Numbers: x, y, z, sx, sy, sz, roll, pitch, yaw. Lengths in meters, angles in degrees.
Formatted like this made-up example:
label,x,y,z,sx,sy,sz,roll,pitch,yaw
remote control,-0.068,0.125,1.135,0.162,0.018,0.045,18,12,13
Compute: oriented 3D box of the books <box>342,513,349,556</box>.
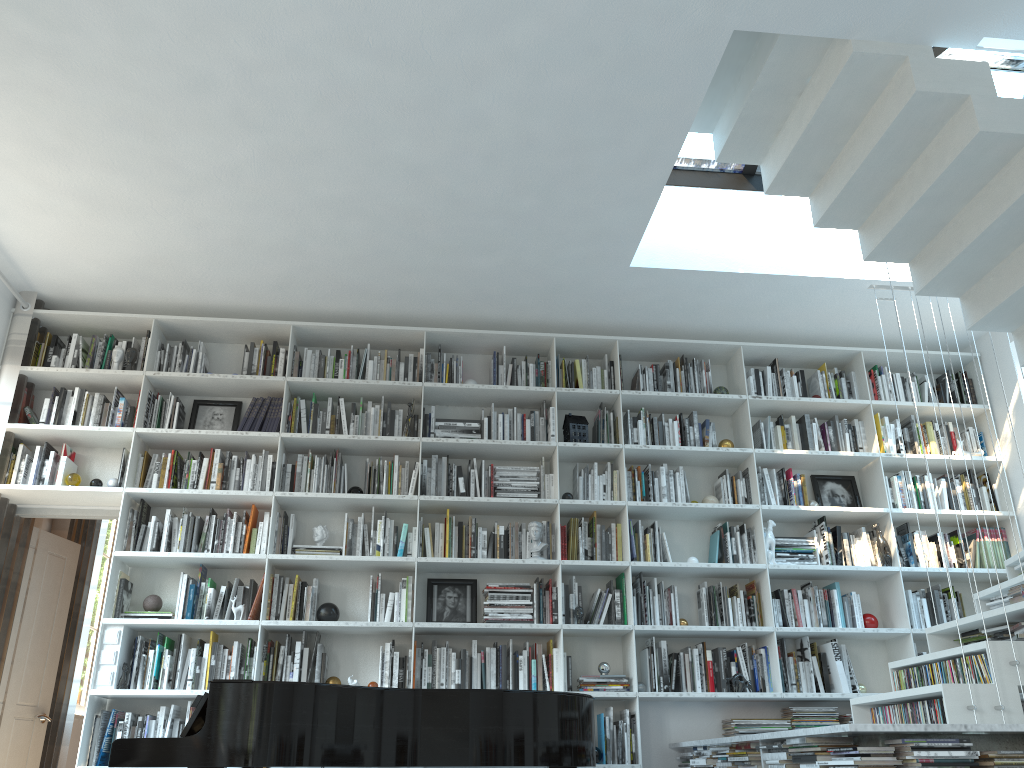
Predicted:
label,x,y,z,sx,sy,sz,roll,pitch,yaw
books,-0.996,0.932,5.307,0.012,0.284,0.160,2,-23,-6

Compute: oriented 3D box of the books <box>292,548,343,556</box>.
label,x,y,z,sx,sy,sz,roll,pitch,yaw
books,-1.152,0.999,5.272,0.285,0.012,0.160,1,-24,-4

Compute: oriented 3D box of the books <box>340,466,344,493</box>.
label,x,y,z,sx,sy,sz,roll,pitch,yaw
books,-1.041,0.631,5.451,0.012,0.217,0.151,2,-23,-6

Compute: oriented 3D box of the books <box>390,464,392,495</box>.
label,x,y,z,sx,sy,sz,roll,pitch,yaw
books,-0.746,0.616,5.480,0.004,0.264,0.142,2,-23,-6

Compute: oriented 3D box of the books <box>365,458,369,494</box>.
label,x,y,z,sx,sy,sz,roll,pitch,yaw
books,-0.897,0.611,5.481,0.012,0.274,0.129,2,-23,-6

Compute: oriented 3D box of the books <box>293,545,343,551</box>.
label,x,y,z,sx,sy,sz,roll,pitch,yaw
books,-1.151,0.986,5.272,0.285,0.012,0.160,4,-24,-9

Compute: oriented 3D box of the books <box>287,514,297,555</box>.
label,x,y,z,sx,sy,sz,roll,pitch,yaw
books,-1.312,0.927,5.284,0.021,0.276,0.137,2,-23,-6

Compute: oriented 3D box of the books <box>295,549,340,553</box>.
label,x,y,z,sx,sy,sz,roll,pitch,yaw
books,-1.152,1.009,5.265,0.254,0.012,0.161,4,-24,-9

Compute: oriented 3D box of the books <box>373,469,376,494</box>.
label,x,y,z,sx,sy,sz,roll,pitch,yaw
books,-0.847,0.642,5.459,0.011,0.199,0.163,2,-23,-6

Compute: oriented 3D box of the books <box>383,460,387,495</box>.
label,x,y,z,sx,sy,sz,roll,pitch,yaw
books,-0.779,0.615,5.451,0.013,0.242,0.189,2,-23,-6

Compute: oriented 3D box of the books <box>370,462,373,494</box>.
label,x,y,z,sx,sy,sz,roll,pitch,yaw
books,-0.862,0.616,5.444,0.005,0.235,0.179,2,-23,-6

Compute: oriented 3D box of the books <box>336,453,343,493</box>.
label,x,y,z,sx,sy,sz,roll,pitch,yaw
books,-1.058,0.588,5.437,0.011,0.285,0.189,2,-23,-6

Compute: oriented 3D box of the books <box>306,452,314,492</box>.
label,x,y,z,sx,sy,sz,roll,pitch,yaw
books,-1.234,0.582,5.419,0.010,0.282,0.184,2,-23,-6

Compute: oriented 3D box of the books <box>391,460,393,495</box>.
label,x,y,z,sx,sy,sz,roll,pitch,yaw
books,-0.740,0.619,5.473,0.006,0.252,0.181,2,-23,-6

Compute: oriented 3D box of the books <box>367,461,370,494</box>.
label,x,y,z,sx,sy,sz,roll,pitch,yaw
books,-0.881,0.617,5.451,0.005,0.239,0.174,2,-23,-6

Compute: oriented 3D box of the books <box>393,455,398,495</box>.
label,x,y,z,sx,sy,sz,roll,pitch,yaw
books,-0.719,0.606,5.480,0.022,0.283,0.190,2,-23,-6

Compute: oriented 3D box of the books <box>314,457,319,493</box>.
label,x,y,z,sx,sy,sz,roll,pitch,yaw
books,-1.186,0.597,5.412,0.012,0.250,0.184,2,-23,-6

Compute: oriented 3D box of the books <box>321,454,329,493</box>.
label,x,y,z,sx,sy,sz,roll,pitch,yaw
books,-1.147,0.591,5.434,0.011,0.278,0.170,2,-23,-6

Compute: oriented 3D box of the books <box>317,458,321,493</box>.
label,x,y,z,sx,sy,sz,roll,pitch,yaw
books,-1.178,0.602,5.437,0.010,0.260,0.170,2,-23,-6

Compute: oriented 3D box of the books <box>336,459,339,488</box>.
label,x,y,z,sx,sy,sz,roll,pitch,yaw
books,-1.067,0.596,5.453,0.004,0.283,0.167,2,-23,-6

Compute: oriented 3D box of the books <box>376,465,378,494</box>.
label,x,y,z,sx,sy,sz,roll,pitch,yaw
books,-0.827,0.626,5.442,0.006,0.215,0.182,2,-23,-6

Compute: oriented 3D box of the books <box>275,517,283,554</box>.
label,x,y,z,sx,sy,sz,roll,pitch,yaw
books,-1.378,0.933,5.272,0.024,0.256,0.134,2,-23,-6

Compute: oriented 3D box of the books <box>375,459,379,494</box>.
label,x,y,z,sx,sy,sz,roll,pitch,yaw
books,-0.838,0.616,5.481,0.009,0.265,0.150,2,-23,-6

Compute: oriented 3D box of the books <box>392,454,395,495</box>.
label,x,y,z,sx,sy,sz,roll,pitch,yaw
books,-0.735,0.597,5.485,0.006,0.302,0.166,2,-23,-6

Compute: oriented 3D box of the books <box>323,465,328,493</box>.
label,x,y,z,sx,sy,sz,roll,pitch,yaw
books,-1.135,0.621,5.415,0.011,0.208,0.182,2,-23,-6

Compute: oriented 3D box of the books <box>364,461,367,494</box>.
label,x,y,z,sx,sy,sz,roll,pitch,yaw
books,-0.905,0.618,5.469,0.005,0.253,0.161,2,-23,-6

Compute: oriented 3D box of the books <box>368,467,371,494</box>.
label,x,y,z,sx,sy,sz,roll,pitch,yaw
books,-0.874,0.635,5.463,0.013,0.215,0.150,2,-23,-6

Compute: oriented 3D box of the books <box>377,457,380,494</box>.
label,x,y,z,sx,sy,sz,roll,pitch,yaw
books,-0.823,0.608,5.474,0.005,0.274,0.157,2,-23,-6

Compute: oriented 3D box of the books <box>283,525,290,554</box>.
label,x,y,z,sx,sy,sz,roll,pitch,yaw
books,-1.339,0.959,5.273,0.034,0.209,0.137,2,-23,-6

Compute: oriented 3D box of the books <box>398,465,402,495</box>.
label,x,y,z,sx,sy,sz,roll,pitch,yaw
books,-0.693,0.637,5.482,0.011,0.228,0.166,2,-23,-6

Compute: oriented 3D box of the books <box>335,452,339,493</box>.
label,x,y,z,sx,sy,sz,roll,pitch,yaw
books,-1.072,0.587,5.459,0.005,0.304,0.163,2,-23,-6

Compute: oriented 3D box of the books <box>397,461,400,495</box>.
label,x,y,z,sx,sy,sz,roll,pitch,yaw
books,-0.703,0.622,5.482,0.010,0.256,0.140,2,-23,-6

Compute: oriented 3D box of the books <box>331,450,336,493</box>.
label,x,y,z,sx,sy,sz,roll,pitch,yaw
books,-1.096,0.579,5.458,0.004,0.319,0.153,2,-23,-6

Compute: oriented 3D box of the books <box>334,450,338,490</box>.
label,x,y,z,sx,sy,sz,roll,pitch,yaw
books,-1.083,0.583,5.464,0.005,0.315,0.158,2,-23,-6

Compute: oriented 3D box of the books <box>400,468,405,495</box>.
label,x,y,z,sx,sy,sz,roll,pitch,yaw
books,-0.676,0.644,5.481,0.024,0.215,0.142,2,-23,-6

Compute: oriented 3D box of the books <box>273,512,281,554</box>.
label,x,y,z,sx,sy,sz,roll,pitch,yaw
books,-1.397,0.922,5.281,0.012,0.284,0.160,2,-23,-6

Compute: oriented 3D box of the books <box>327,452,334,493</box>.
label,x,y,z,sx,sy,sz,roll,pitch,yaw
books,-1.114,0.586,5.438,0.011,0.290,0.177,2,-23,-6

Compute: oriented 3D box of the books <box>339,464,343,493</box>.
label,x,y,z,sx,sy,sz,roll,pitch,yaw
books,-1.052,0.625,5.459,0.009,0.235,0.135,2,-23,-6

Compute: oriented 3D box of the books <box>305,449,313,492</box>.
label,x,y,z,sx,sy,sz,roll,pitch,yaw
books,-1.247,0.575,5.444,0.011,0.315,0.155,2,-23,-6

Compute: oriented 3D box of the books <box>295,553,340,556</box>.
label,x,y,z,sx,sy,sz,roll,pitch,yaw
books,-1.151,1.031,5.254,0.254,0.012,0.161,4,-24,-9

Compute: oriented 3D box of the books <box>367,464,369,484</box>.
label,x,y,z,sx,sy,sz,roll,pitch,yaw
books,-0.888,0.627,5.472,0.005,0.238,0.146,2,-23,-6

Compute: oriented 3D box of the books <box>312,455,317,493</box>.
label,x,y,z,sx,sy,sz,roll,pitch,yaw
books,-1.197,0.590,5.412,0.009,0.262,0.190,2,-23,-6

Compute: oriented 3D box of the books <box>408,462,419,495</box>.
label,x,y,z,sx,sy,sz,roll,pitch,yaw
books,-0.607,0.624,5.463,0.064,0.236,0.209,2,-23,-6

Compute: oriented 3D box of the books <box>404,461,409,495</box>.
label,x,y,z,sx,sy,sz,roll,pitch,yaw
books,-0.652,0.622,5.483,0.022,0.256,0.155,2,-23,-6

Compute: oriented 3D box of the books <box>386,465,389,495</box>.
label,x,y,z,sx,sy,sz,roll,pitch,yaw
books,-0.772,0.633,5.484,0.011,0.235,0.131,2,-23,-6

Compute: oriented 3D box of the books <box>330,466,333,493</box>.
label,x,y,z,sx,sy,sz,roll,pitch,yaw
books,-1.105,0.631,5.448,0.012,0.216,0.134,2,-23,-6

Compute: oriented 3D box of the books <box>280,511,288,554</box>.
label,x,y,z,sx,sy,sz,roll,pitch,yaw
books,-1.363,0.922,5.298,0.011,0.296,0.136,2,-23,-6

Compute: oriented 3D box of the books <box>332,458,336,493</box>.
label,x,y,z,sx,sy,sz,roll,pitch,yaw
books,-1.089,0.603,5.440,0.010,0.260,0.159,2,-23,-6

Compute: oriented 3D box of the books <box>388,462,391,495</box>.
label,x,y,z,sx,sy,sz,roll,pitch,yaw
books,-0.757,0.621,5.477,0.017,0.252,0.140,2,-23,-6

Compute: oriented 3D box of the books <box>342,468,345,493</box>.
label,x,y,z,sx,sy,sz,roll,pitch,yaw
books,-1.033,0.634,5.448,0.004,0.208,0.132,2,-23,-6

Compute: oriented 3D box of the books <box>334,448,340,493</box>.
label,x,y,z,sx,sy,sz,roll,pitch,yaw
books,-1.077,0.576,5.464,0.005,0.329,0.162,2,-23,-6

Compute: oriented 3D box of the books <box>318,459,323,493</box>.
label,x,y,z,sx,sy,sz,roll,pitch,yaw
books,-1.168,0.605,5.437,0.011,0.254,0.153,2,-23,-6

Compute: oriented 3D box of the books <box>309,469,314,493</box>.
label,x,y,z,sx,sy,sz,roll,pitch,yaw
books,-1.217,0.634,5.418,0.029,0.186,0.150,2,-23,-6

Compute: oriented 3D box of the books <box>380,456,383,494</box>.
label,x,y,z,sx,sy,sz,roll,pitch,yaw
books,-0.806,0.608,5.488,0.033,0.286,0.156,2,-23,-6

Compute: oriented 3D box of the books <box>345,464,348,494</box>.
label,x,y,z,sx,sy,sz,roll,pitch,yaw
books,-1.016,0.622,5.447,0.031,0.231,0.148,2,-23,-6

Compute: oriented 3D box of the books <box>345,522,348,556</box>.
label,x,y,z,sx,sy,sz,roll,pitch,yaw
books,-0.986,0.962,5.310,0.010,0.231,0.155,2,-23,-6

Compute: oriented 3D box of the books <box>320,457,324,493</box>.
label,x,y,z,sx,sy,sz,roll,pitch,yaw
books,-1.156,0.597,5.424,0.009,0.260,0.181,2,-23,-6

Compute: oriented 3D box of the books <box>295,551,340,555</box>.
label,x,y,z,sx,sy,sz,roll,pitch,yaw
books,-1.151,1.019,5.257,0.254,0.012,0.161,4,-24,-10

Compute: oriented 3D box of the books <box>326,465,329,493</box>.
label,x,y,z,sx,sy,sz,roll,pitch,yaw
books,-1.127,0.623,5.442,0.011,0.225,0.130,2,-23,-6
